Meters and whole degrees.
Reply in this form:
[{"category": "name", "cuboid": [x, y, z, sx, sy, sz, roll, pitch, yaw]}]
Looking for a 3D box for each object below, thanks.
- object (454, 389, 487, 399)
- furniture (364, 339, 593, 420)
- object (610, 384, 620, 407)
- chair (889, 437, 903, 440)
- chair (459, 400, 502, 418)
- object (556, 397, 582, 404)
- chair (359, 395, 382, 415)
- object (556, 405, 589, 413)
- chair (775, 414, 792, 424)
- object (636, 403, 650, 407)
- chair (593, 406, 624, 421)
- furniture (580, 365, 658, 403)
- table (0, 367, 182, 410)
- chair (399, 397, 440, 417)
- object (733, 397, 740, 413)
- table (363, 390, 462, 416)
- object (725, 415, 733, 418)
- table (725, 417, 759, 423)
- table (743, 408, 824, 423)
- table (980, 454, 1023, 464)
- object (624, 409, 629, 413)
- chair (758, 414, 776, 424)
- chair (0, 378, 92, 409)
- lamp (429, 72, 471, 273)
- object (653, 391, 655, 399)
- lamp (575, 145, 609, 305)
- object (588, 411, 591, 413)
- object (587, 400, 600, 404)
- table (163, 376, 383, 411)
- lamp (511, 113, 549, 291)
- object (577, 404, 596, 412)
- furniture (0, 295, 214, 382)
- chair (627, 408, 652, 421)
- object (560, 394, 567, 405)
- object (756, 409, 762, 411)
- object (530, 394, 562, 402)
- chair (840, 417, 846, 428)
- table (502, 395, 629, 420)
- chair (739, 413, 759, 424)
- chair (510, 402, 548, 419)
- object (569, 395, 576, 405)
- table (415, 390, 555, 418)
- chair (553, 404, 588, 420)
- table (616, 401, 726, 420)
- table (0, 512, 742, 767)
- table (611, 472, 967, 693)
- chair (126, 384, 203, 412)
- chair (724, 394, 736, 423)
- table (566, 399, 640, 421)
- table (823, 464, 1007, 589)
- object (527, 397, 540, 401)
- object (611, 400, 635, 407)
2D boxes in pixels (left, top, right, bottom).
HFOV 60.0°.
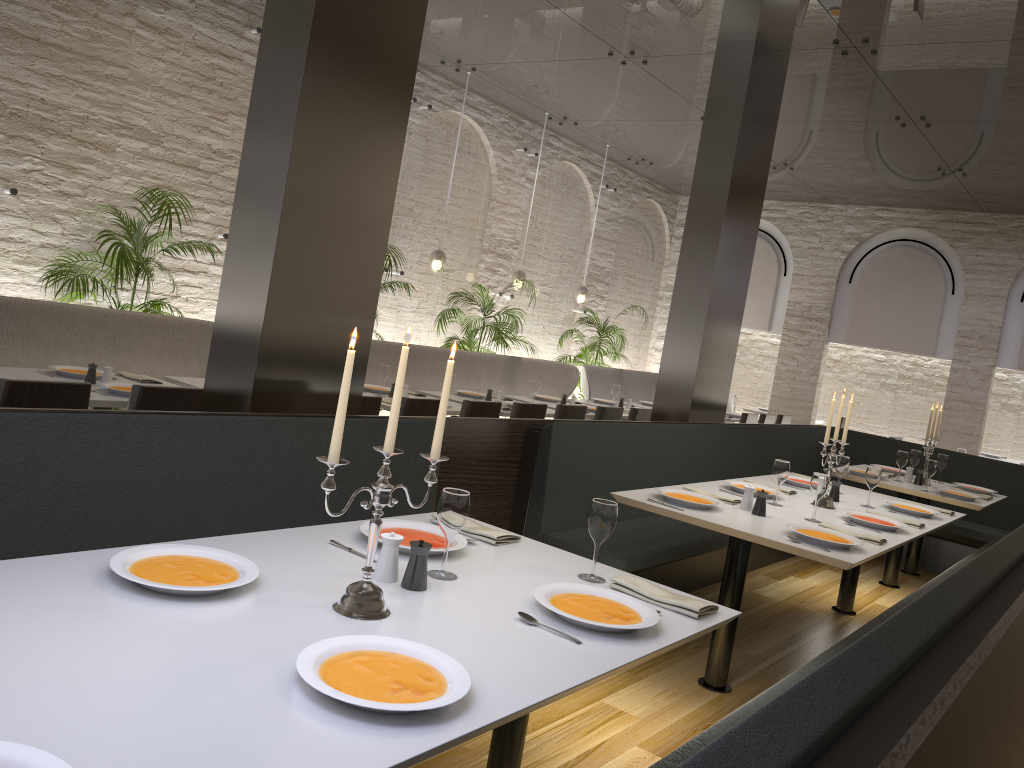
[{"category": "object", "cuboid": [-0.352, 0.092, 7.663, 0.322, 0.036, 0.321, 11, 4, 14]}, {"category": "furniture", "cuboid": [-0.527, 0.248, 8.293, 0.711, 1.096, 4.465, 11, 4, 36]}, {"category": "object", "cuboid": [1.071, 0.125, 9.239, 0.086, 0.230, 0.087, 9, 2, -24]}, {"category": "chair", "cuboid": [4.461, 1.089, 9.900, 0.568, 0.905, 0.411, 11, 3, 36]}, {"category": "chair", "cuboid": [-0.455, 0.515, 6.071, 0.568, 0.905, 0.411, 11, 3, 36]}, {"category": "object", "cuboid": [0.548, 0.169, 8.873, 0.274, 0.033, 0.142, 13, 5, 36]}, {"category": "chair", "cuboid": [-1.134, 0.464, 5.136, 0.568, 0.905, 0.411, 11, 3, 36]}, {"category": "object", "cuboid": [0.546, 0.230, 8.000, 0.274, 0.033, 0.142, 13, 5, 36]}, {"category": "chair", "cuboid": [3.048, 0.776, 10.896, 0.568, 0.905, 0.411, 11, 3, 36]}, {"category": "object", "cuboid": [1.523, 0.242, 10.255, 0.186, 0.010, 0.017, 13, 4, 36]}, {"category": "chair", "cuboid": [0.550, 0.590, 7.456, 0.568, 0.905, 0.411, 11, 3, 36]}, {"category": "furniture", "cuboid": [1.627, 0.409, 11.259, 0.710, 1.096, 2.578, 11, 4, 36]}, {"category": "table", "cuboid": [-2.228, 0.379, 4.724, 0.940, 0.759, 1.008, 12, 4, 36]}, {"category": "chair", "cuboid": [-0.803, 0.489, 5.592, 0.568, 0.905, 0.411, 11, 3, 36]}, {"category": "object", "cuboid": [2.842, 0.288, 11.249, 0.086, 0.230, 0.087, 9, 2, -24]}, {"category": "table", "cuboid": [-0.883, 0.479, 6.577, 0.940, 0.759, 1.008, 12, 4, 36]}, {"category": "object", "cuboid": [2.515, 0.377, 10.712, 0.274, 0.033, 0.142, 13, 5, 36]}, {"category": "table", "cuboid": [2.453, 0.728, 11.172, 0.940, 0.759, 1.008, 12, 4, 36]}, {"category": "table", "cuboid": [4.081, 0.841, 13.528, 0.940, 0.759, 1.008, 12, 4, 36]}, {"category": "table", "cuboid": [6.539, 1.393, 11.698, 0.940, 0.759, 1.008, 12, 4, 36]}, {"category": "object", "cuboid": [1.201, 0.279, 8.902, 0.274, 0.033, 0.142, 13, 5, 36]}, {"category": "chair", "cuboid": [2.709, 0.751, 10.430, 0.568, 0.905, 0.411, 11, 3, 36]}, {"category": "chair", "cuboid": [-2.145, 0.389, 3.743, 0.568, 0.905, 0.411, 11, 3, 36]}, {"category": "lamp", "cuboid": [-0.601, -2.135, 8.958, 0.178, 2.038, 0.177, 10, 2, 21]}, {"category": "object", "cuboid": [1.539, 0.190, 9.454, 0.086, 0.230, 0.087, 9, 2, -24]}, {"category": "lamp", "cuboid": [1.041, -2.012, 11.220, 0.178, 2.038, 0.177, 10, 2, 15]}, {"category": "object", "cuboid": [0.647, 0.238, 8.144, 0.182, 0.015, 0.038, 13, 5, 37]}, {"category": "object", "cuboid": [0.877, 0.194, 9.365, 0.186, 0.010, 0.017, 13, 4, 36]}, {"category": "table", "cuboid": [-1.564, 0.428, 5.638, 0.940, 0.759, 1.008, 12, 4, 36]}, {"category": "lamp", "cuboid": [0.228, -2.073, 10.100, 0.178, 2.038, 0.177, 10, 2, 15]}, {"category": "object", "cuboid": [0.759, 0.239, 8.289, 0.322, 0.036, 0.321, 11, 4, 14]}, {"category": "furniture", "cuboid": [-3.245, 0.046, 4.549, 0.711, 1.096, 4.465, 11, 4, 36]}, {"category": "chair", "cuboid": [0.884, 0.615, 7.915, 0.568, 0.905, 0.411, 11, 3, 36]}, {"category": "object", "cuboid": [0.495, 0.145, 8.408, 0.059, 0.109, 0.059, 11, 2, 28]}, {"category": "object", "cuboid": [3.819, 0.405, 13.531, 0.186, 0.010, 0.017, 13, 4, 36]}, {"category": "object", "cuboid": [0.334, 0.144, 8.608, 0.322, 0.036, 0.321, 11, 4, 14]}, {"category": "chair", "cuboid": [4.607, 0.886, 13.136, 0.568, 0.905, 0.411, 11, 3, 36]}, {"category": "table", "cuboid": [0.483, 0.581, 8.459, 0.940, 0.759, 1.008, 12, 4, 36]}, {"category": "chair", "cuboid": [2.381, 0.726, 9.978, 0.568, 0.905, 0.411, 11, 3, 36]}, {"category": "chair", "cuboid": [-0.126, 0.539, 6.524, 0.568, 0.905, 0.411, 11, 3, 36]}, {"category": "object", "cuboid": [0.577, 0.160, 8.403, 0.059, 0.109, 0.059, 11, 2, 28]}, {"category": "table", "cuboid": [-0.202, 0.530, 7.514, 0.940, 0.759, 1.008, 12, 4, 36]}, {"category": "chair", "cuboid": [0.204, 0.564, 6.979, 0.568, 0.905, 0.411, 11, 3, 36]}, {"category": "table", "cuboid": [1.785, 0.678, 10.252, 0.940, 0.759, 1.008, 12, 4, 36]}, {"category": "table", "cuboid": [-0.593, 0.865, 1.811, 1.105, 0.759, 2.533, 12, 4, 36]}, {"category": "table", "cuboid": [1.565, 1.026, 4.784, 1.105, 0.759, 2.533, 12, 4, 36]}, {"category": "chair", "cuboid": [-1.814, 0.414, 4.199, 0.568, 0.905, 0.411, 11, 3, 36]}, {"category": "chair", "cuboid": [3.568, 0.653, 13.910, 0.568, 0.905, 0.411, 11, 3, 36]}, {"category": "table", "cuboid": [1.138, 0.630, 9.361, 0.940, 0.759, 1.008, 12, 4, 36]}, {"category": "table", "cuboid": [3.063, 1.138, 6.847, 1.105, 0.759, 1.185, 12, 4, 36]}, {"category": "object", "cuboid": [0.222, 0.145, 8.462, 0.186, 0.010, 0.017, 13, 4, 36]}, {"category": "object", "cuboid": [1.203, 0.217, 9.775, 0.274, 0.033, 0.142, 13, 5, 36]}]
